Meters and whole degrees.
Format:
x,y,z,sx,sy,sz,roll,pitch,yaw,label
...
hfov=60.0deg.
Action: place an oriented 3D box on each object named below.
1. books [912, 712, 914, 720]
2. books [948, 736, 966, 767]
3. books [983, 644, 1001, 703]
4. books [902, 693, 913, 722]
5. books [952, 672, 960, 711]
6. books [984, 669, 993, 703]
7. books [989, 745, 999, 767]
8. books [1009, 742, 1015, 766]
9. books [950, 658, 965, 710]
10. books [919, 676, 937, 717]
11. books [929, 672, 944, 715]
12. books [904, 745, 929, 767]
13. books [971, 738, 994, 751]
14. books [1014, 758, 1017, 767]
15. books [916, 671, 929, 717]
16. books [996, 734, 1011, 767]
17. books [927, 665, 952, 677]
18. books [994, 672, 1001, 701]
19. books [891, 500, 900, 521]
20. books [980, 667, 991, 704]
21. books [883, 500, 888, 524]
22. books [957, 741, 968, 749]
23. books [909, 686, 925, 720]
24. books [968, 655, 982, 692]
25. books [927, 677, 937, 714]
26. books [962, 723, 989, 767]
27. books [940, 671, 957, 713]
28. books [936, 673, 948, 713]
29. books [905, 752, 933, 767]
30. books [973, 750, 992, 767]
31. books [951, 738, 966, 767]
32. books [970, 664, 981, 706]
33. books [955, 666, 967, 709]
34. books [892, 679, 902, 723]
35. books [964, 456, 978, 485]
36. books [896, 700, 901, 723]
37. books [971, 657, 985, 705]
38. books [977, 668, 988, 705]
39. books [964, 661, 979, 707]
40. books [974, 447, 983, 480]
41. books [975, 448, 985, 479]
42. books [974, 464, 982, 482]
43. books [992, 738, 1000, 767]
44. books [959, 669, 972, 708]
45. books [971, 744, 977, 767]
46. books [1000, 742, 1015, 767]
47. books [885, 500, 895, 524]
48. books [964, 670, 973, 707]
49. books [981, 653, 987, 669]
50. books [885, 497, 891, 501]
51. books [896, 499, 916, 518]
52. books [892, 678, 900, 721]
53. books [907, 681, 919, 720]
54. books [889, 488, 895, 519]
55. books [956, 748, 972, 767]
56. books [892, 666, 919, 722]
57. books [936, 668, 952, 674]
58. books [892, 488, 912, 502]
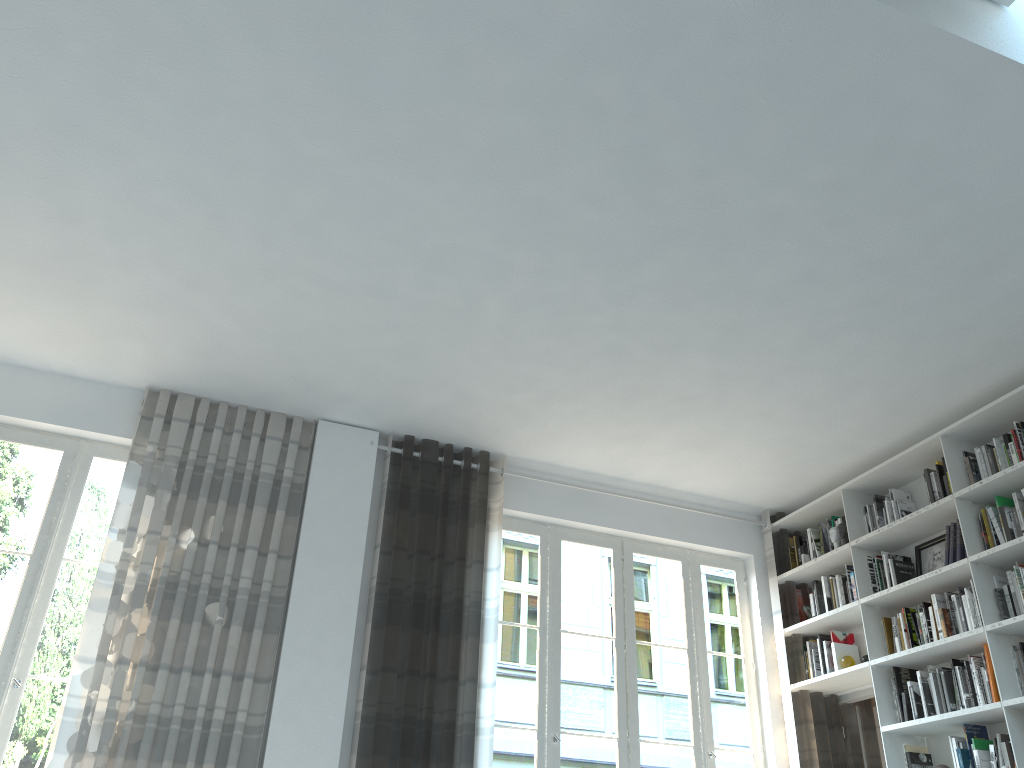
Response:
x,y,z,sx,sy,sz,roll,pitch,yaw,label
2.332,1.841,5.033,0.143,0.207,0.042,13,-32,-18,books
2.399,2.015,4.680,0.159,0.283,0.012,13,-32,-18,books
2.541,1.524,4.597,0.170,0.324,0.035,13,-32,-18,books
2.306,1.859,5.040,0.189,0.181,0.038,13,-32,-18,books
2.457,1.677,4.794,0.141,0.255,0.048,13,-32,-18,books
2.529,1.587,4.586,0.161,0.202,0.013,13,-32,-18,books
2.492,1.945,4.486,0.143,0.213,0.056,13,-32,-18,books
2.534,1.877,4.363,0.144,0.208,0.027,13,-32,-18,books
2.453,1.640,4.775,0.152,0.298,0.013,13,-32,-18,books
2.366,1.766,4.941,0.176,0.244,0.011,13,-32,-18,books
2.394,1.722,4.866,0.189,0.246,0.022,13,-32,-18,books
2.284,2.176,4.959,0.159,0.283,0.012,13,-32,-18,books
2.450,1.954,4.539,0.172,0.249,0.011,13,-32,-18,books
2.530,1.805,4.308,0.228,0.275,0.082,13,-32,-18,books
2.368,1.761,4.966,0.174,0.279,0.024,13,-32,-18,books
2.505,1.891,4.434,0.158,0.254,0.061,13,-32,-18,books
2.397,1.712,4.893,0.183,0.291,0.011,13,-32,-18,books
2.554,1.570,4.536,0.152,0.182,0.030,13,-32,-18,books
2.424,0.825,5.457,0.170,0.201,0.014,13,-32,-18,books
2.528,1.597,4.619,0.148,0.219,0.021,13,-32,-18,books
2.396,0.841,5.504,0.181,0.218,0.013,13,-32,-18,books
2.422,2.008,4.637,0.143,0.254,0.032,13,-32,-18,books
2.329,1.811,4.978,0.188,0.202,0.028,13,-32,-18,books
2.504,1.600,4.708,0.130,0.302,0.011,13,-32,-18,books
2.399,1.758,4.923,0.139,0.241,0.050,13,-32,-18,books
2.446,1.951,4.618,0.153,0.334,0.011,13,-32,-18,books
2.428,1.695,4.813,0.184,0.241,0.023,13,-32,-18,books
2.408,1.711,4.837,0.167,0.236,0.024,13,-32,-18,books
2.282,2.182,4.929,0.156,0.241,0.028,13,-32,-18,books
2.445,1.968,4.504,0.189,0.189,0.029,13,-32,-18,books
2.405,2.012,4.662,0.150,0.271,0.024,13,-32,-18,books
2.503,1.616,4.684,0.139,0.250,0.011,13,-32,-18,books
2.468,1.653,4.754,0.156,0.255,0.021,13,-32,-18,books
2.288,1.843,5.096,0.176,0.264,0.027,13,-32,-18,books
2.636,0.531,4.981,0.156,0.236,0.029,13,-32,-18,books
2.294,1.882,5.106,0.155,0.208,0.026,13,-32,-18,books
2.501,1.583,4.651,0.157,0.273,0.015,13,-32,-18,books
2.517,1.605,4.630,0.160,0.216,0.012,13,-32,-18,books
2.485,1.615,4.704,0.145,0.271,0.012,13,-32,-18,books
2.678,0.496,4.959,0.141,0.277,0.021,13,-32,-18,books
2.669,0.490,4.926,0.145,0.253,0.032,13,-32,-18,books
2.659,0.545,4.951,0.133,0.182,0.024,13,-32,-18,books
2.505,1.917,4.465,0.141,0.240,0.013,13,-32,-18,books
2.469,1.644,4.712,0.177,0.228,0.013,13,-32,-18,books
2.457,1.988,4.577,0.148,0.230,0.031,13,-32,-18,books
2.515,1.889,4.383,0.172,0.206,0.030,13,-32,-18,books
2.396,0.834,5.487,0.173,0.212,0.021,13,-32,-18,books
2.484,1.641,4.704,0.151,0.226,0.013,13,-32,-18,books
2.539,1.559,4.624,0.144,0.291,0.015,13,-32,-18,books
2.401,0.835,5.525,0.129,0.251,0.013,13,-32,-18,books
2.438,0.817,5.451,0.136,0.209,0.013,13,-32,-18,books
2.297,1.860,5.143,0.159,0.283,0.012,13,-32,-18,books
2.330,1.811,5.009,0.177,0.234,0.022,13,-32,-18,books
2.422,0.795,5.503,0.145,0.300,0.007,13,-32,-18,books
2.405,2.008,4.592,0.189,0.207,0.029,13,-32,-18,books
2.294,1.804,5.096,0.184,0.332,0.012,13,-32,-18,books
2.417,1.708,4.864,0.158,0.269,0.011,13,-32,-18,books
2.437,0.796,5.496,0.131,0.291,0.015,13,-32,-18,books
